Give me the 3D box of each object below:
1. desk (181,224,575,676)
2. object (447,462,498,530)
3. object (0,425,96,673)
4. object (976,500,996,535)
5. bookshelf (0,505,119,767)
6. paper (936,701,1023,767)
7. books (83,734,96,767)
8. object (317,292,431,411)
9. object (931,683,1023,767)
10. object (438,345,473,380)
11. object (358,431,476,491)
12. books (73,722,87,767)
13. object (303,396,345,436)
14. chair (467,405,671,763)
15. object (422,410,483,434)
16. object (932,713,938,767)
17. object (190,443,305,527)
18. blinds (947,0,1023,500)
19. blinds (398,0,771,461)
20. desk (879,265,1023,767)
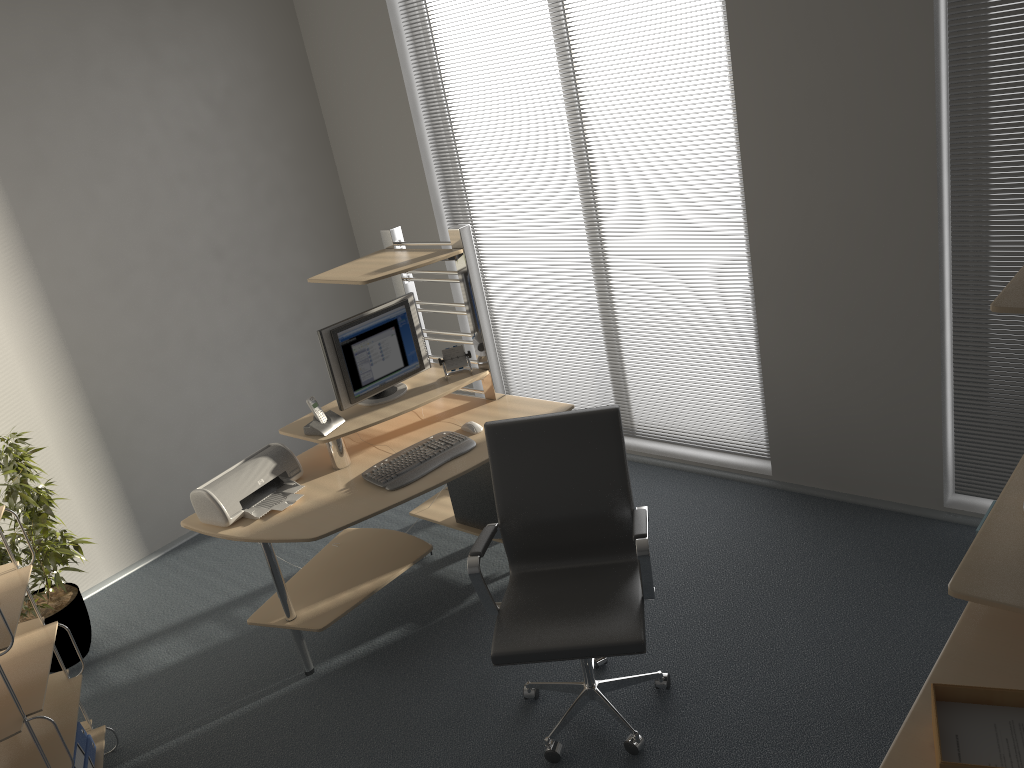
[{"bbox_3d":[-0.556,0.285,3.794,0.967,1.566,1.469,8,28,41],"label":"desk"},{"bbox_3d":[-0.079,0.482,4.245,0.471,0.422,0.199,8,28,41],"label":"object"},{"bbox_3d":[-2.207,0.775,4.033,0.544,1.147,0.644,-18,22,-15],"label":"object"},{"bbox_3d":[1.970,0.624,3.504,0.185,0.202,0.245,8,28,41],"label":"object"},{"bbox_3d":[-1.771,0.869,2.950,0.381,1.572,0.724,-18,22,-16],"label":"bookshelf"},{"bbox_3d":[1.017,0.723,1.771,0.297,0.010,0.210,-3,23,22],"label":"paper"},{"bbox_3d":[-1.637,1.426,3.159,0.262,0.072,0.320,-18,22,-16],"label":"books"},{"bbox_3d":[-0.636,-0.144,4.046,0.516,0.418,0.245,-24,24,-28],"label":"object"},{"bbox_3d":[1.013,0.707,1.765,0.309,0.060,0.225,-3,23,22],"label":"object"},{"bbox_3d":[-0.264,-0.105,4.138,0.154,0.135,0.093,-15,21,-8],"label":"object"},{"bbox_3d":[-0.562,0.295,3.942,0.478,0.082,0.814,-27,26,-35],"label":"object"},{"bbox_3d":[-1.656,1.379,3.137,0.263,0.100,0.320,-18,22,-16],"label":"books"},{"bbox_3d":[-0.829,0.125,3.833,0.119,0.151,0.150,0,24,29],"label":"object"},{"bbox_3d":[0.205,0.701,3.042,0.584,1.048,0.652,-8,21,10],"label":"chair"},{"bbox_3d":[-0.366,0.156,4.186,0.742,0.088,0.168,9,29,43],"label":"object"},{"bbox_3d":[1.024,0.759,1.786,0.309,0.060,0.225,-3,23,22],"label":"object"},{"bbox_3d":[-1.034,0.411,3.638,0.351,0.162,0.438,3,26,34],"label":"object"},{"bbox_3d":[2.413,-0.692,2.763,1.950,2.770,0.022,8,28,41],"label":"blinds"},{"bbox_3d":[0.325,-0.976,4.610,1.950,2.749,0.037,8,28,41],"label":"blinds"},{"bbox_3d":[1.526,0.568,1.951,0.967,1.566,1.469,8,28,41],"label":"desk"}]
